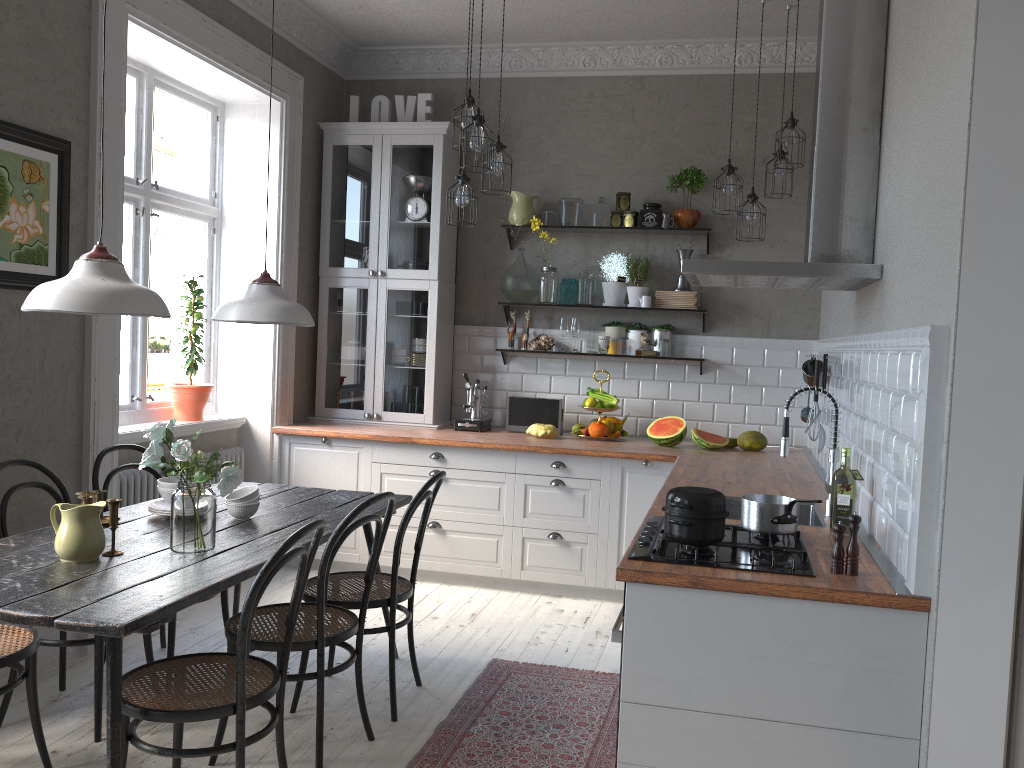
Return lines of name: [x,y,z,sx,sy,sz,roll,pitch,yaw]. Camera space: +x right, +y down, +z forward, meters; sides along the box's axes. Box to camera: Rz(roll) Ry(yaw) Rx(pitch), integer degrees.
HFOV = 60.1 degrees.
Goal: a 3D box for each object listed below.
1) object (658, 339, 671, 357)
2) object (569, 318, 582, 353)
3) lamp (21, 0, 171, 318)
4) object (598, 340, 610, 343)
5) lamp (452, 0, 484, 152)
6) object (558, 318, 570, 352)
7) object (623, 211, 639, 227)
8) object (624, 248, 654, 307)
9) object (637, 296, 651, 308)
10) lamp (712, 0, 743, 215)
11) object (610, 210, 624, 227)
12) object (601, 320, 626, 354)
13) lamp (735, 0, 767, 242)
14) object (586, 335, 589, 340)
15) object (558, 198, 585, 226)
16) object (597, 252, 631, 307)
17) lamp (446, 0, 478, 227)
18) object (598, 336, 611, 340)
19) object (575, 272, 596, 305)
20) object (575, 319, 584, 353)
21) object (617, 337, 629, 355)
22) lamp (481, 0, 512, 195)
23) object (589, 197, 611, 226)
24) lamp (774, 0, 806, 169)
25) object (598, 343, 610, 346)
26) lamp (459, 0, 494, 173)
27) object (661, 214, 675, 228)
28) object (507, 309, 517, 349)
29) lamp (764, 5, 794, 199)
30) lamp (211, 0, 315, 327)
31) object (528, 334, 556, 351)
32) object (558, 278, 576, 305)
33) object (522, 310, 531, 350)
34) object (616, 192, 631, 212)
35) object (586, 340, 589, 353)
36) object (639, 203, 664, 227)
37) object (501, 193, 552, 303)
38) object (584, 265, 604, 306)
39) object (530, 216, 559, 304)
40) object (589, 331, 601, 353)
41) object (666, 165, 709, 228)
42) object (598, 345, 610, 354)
object: [0.943,-0.223,5.470,0.077,0.108,0.078,3,3,6]
object: [0.396,-0.306,5.564,0.082,0.217,0.082,2,3,-1]
lamp: [-1.131,-1.120,2.467,0.387,1.858,0.371,0,4,-39]
object: [0.573,-0.248,5.518,0.076,0.051,0.079,4,3,32]
lamp: [-0.175,-1.989,4.196,0.147,1.735,0.146,3,3,0]
object: [0.333,-0.315,5.675,0.082,0.217,0.082,2,3,-1]
object: [0.741,-1.017,5.517,0.081,0.113,0.084,4,3,23]
object: [0.784,-0.665,5.529,0.187,0.380,0.166,1,3,-26]
object: [0.826,-0.506,5.461,0.104,0.071,0.064,5,4,43]
lamp: [1.166,-1.764,4.613,0.150,1.735,0.143,0,4,-45]
object: [0.657,-1.022,5.539,0.082,0.113,0.083,3,3,13]
object: [0.641,-0.300,5.632,0.157,0.217,0.155,2,3,-7]
lamp: [1.318,-1.640,4.724,0.148,1.735,0.145,2,3,-15]
object: [0.507,-0.272,5.654,0.076,0.083,0.079,4,3,31]
object: [0.371,-1.074,5.605,0.175,0.184,0.168,0,4,-38]
object: [0.668,-0.663,5.608,0.240,0.354,0.239,4,3,31]
lamp: [-0.216,-1.660,4.381,0.149,1.735,0.144,2,3,-20]
object: [0.574,-0.273,5.517,0.077,0.051,0.077,3,3,-1]
object: [0.462,-0.594,5.562,0.122,0.206,0.127,5,3,36]
object: [0.416,-0.310,5.653,0.082,0.217,0.082,2,3,-1]
object: [0.698,-0.238,5.548,0.077,0.108,0.078,3,3,6]
lamp: [-0.040,-1.809,4.334,0.147,1.735,0.146,3,3,0]
object: [0.568,-1.085,5.660,0.142,0.220,0.137,1,3,-27]
lamp: [1.491,-2.007,4.607,0.148,1.735,0.145,2,3,-15]
object: [0.572,-0.231,5.519,0.077,0.051,0.077,3,3,6]
lamp: [-0.128,-1.848,4.027,0.149,1.735,0.144,1,3,-30]
object: [0.956,-0.994,5.422,0.092,0.096,0.075,3,3,13]
object: [0.000,-0.354,5.745,0.054,0.264,0.061,2,3,-16]
lamp: [1.488,-1.888,4.787,0.150,1.735,0.144,1,3,-35]
lamp: [-0.908,-1.154,3.341,0.374,1.858,0.384,4,3,21]
object: [0.189,-0.266,5.666,0.178,0.111,0.095,2,3,-10]
object: [0.363,-0.588,5.676,0.124,0.172,0.127,3,3,17]
object: [0.098,-0.348,5.708,0.063,0.264,0.052,0,4,-41]
object: [0.692,-1.132,5.514,0.083,0.113,0.082,2,3,-7]
object: [0.506,-0.239,5.655,0.076,0.083,0.079,4,3,31]
object: [0.874,-1.043,5.539,0.141,0.174,0.143,3,3,13]
object: [0.044,-0.855,5.631,0.338,0.674,0.333,2,3,-19]
object: [0.523,-0.627,5.703,0.130,0.264,0.133,3,3,18]
object: [0.199,-0.775,5.555,0.191,0.540,0.282,3,3,5]
object: [0.518,-0.262,5.574,0.079,0.139,0.078,2,3,-14]
object: [1.093,-1.140,5.441,0.255,0.397,0.246,5,3,38]
object: [0.571,-0.213,5.520,0.077,0.051,0.077,3,3,6]
